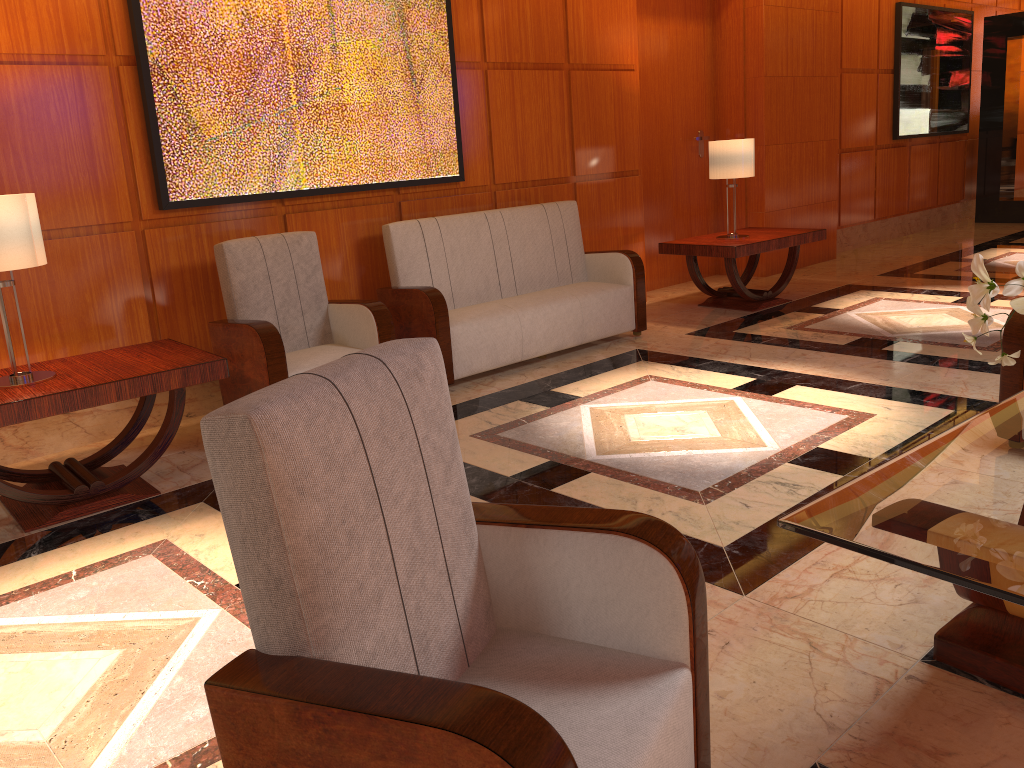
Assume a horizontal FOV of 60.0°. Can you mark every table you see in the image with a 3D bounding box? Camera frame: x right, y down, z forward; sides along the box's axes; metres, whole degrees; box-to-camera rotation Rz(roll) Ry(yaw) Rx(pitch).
[{"bbox_3d":[1.411,0.421,2.166,1.567,0.492,0.725,-15,18,-37],"label":"table"},{"bbox_3d":[1.822,-0.897,6.964,1.173,0.529,0.728,-15,18,-37],"label":"table"},{"bbox_3d":[-1.858,0.218,3.709,1.173,0.529,0.728,-15,18,-37],"label":"table"}]

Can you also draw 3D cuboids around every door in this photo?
[{"bbox_3d":[1.458,-2.152,7.704,1.508,2.628,0.342,-16,17,-41],"label":"door"}]

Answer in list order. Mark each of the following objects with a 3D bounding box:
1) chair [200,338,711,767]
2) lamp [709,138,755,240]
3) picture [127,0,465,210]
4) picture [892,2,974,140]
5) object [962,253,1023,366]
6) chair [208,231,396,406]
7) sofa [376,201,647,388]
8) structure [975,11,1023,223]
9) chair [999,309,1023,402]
[{"bbox_3d":[-0.053,0.441,1.527,0.629,0.952,0.744,3,15,26],"label":"chair"},{"bbox_3d":[0.932,0.183,0.627,0.335,0.728,13.118,-2,15,8],"label":"lamp"},{"bbox_3d":[-1.108,-1.810,5.016,2.007,1.440,0.057,-16,18,-40],"label":"picture"},{"bbox_3d":[4.959,-3.648,10.383,2.007,1.440,0.057,-16,18,-40],"label":"picture"},{"bbox_3d":[1.498,-0.135,2.080,0.788,0.612,0.421,3,15,25],"label":"object"},{"bbox_3d":[-1.072,-0.273,4.506,0.742,0.952,0.631,-16,18,-41],"label":"chair"},{"bbox_3d":[0.040,-0.636,5.642,1.808,0.924,0.615,-16,18,-40],"label":"sofa"},{"bbox_3d":[6.358,-3.253,10.880,0.503,2.477,0.989,-15,17,-40],"label":"structure"},{"bbox_3d":[2.338,-0.180,3.247,0.630,0.952,0.742,-10,15,-22],"label":"chair"}]
